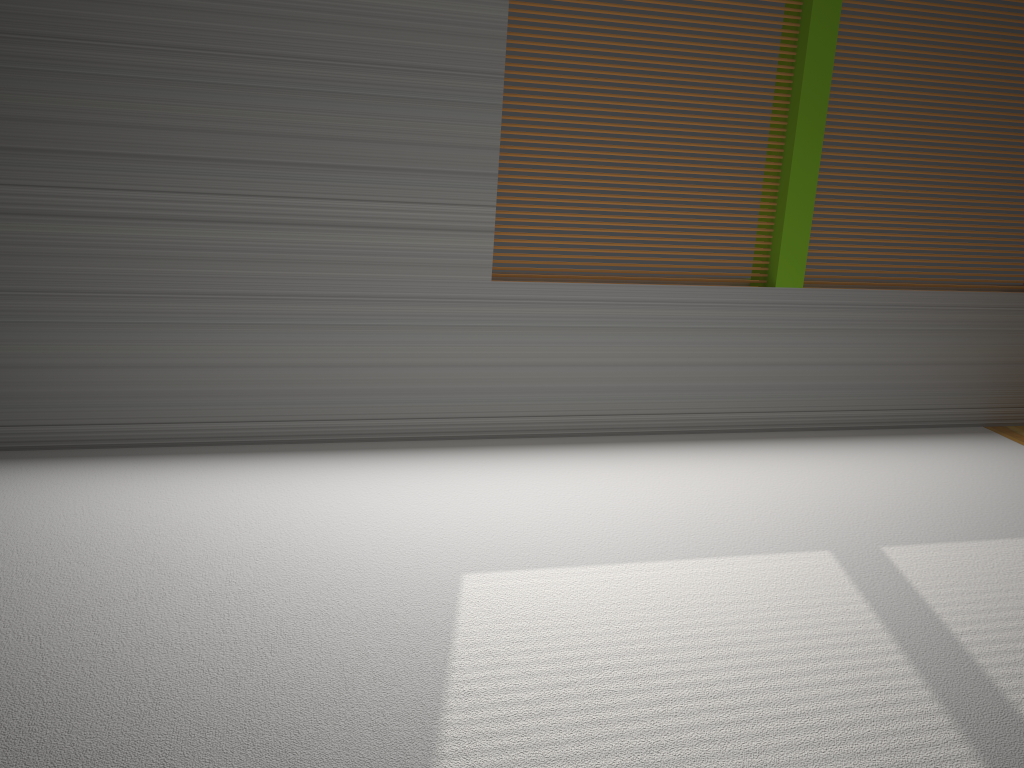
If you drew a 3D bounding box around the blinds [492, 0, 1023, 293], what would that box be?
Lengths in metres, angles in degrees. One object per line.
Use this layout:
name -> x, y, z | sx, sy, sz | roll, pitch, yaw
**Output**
blinds -> 1.201, -1.319, 3.730 | 3.530, 2.012, 0.012 | 0, 13, -15
